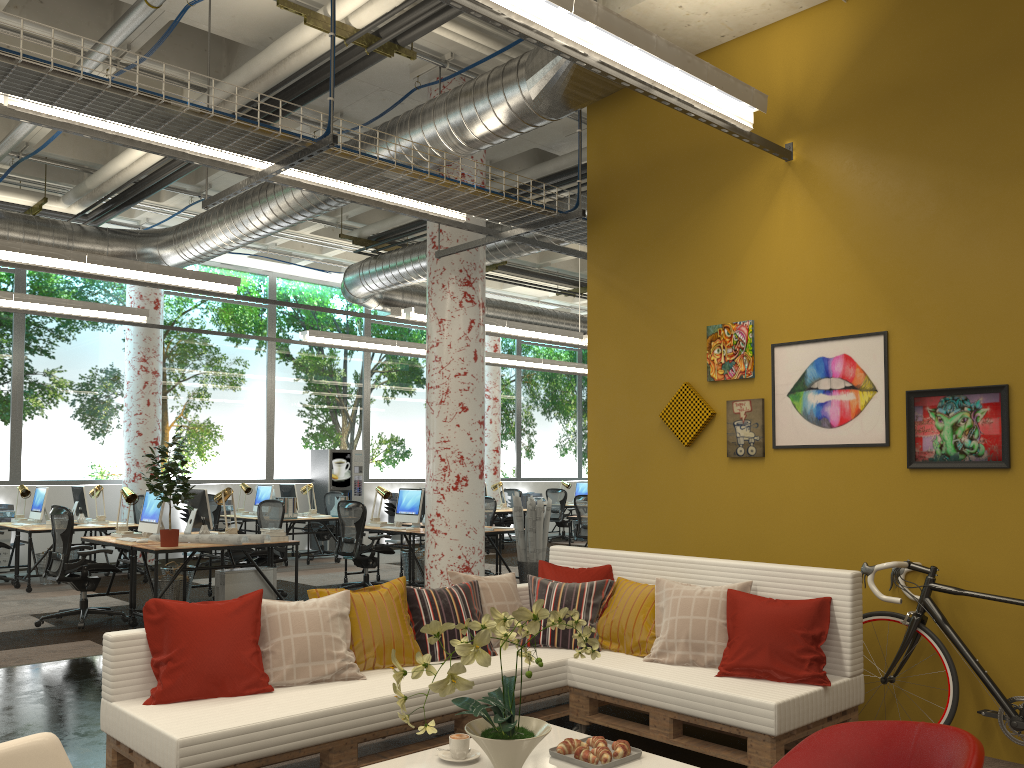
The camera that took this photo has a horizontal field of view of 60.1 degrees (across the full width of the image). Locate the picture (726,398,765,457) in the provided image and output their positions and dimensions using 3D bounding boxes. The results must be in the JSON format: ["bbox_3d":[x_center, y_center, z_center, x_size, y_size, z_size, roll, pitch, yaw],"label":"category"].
[{"bbox_3d":[1.442,0.274,5.471,0.027,0.355,0.252,3,-4,-43],"label":"picture"}]

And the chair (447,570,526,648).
[{"bbox_3d":[-0.098,1.269,5.010,0.546,0.436,0.335,4,-5,-38],"label":"chair"}]

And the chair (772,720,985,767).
[{"bbox_3d":[0.762,1.216,2.084,0.636,0.810,0.836,-1,-4,21],"label":"chair"}]

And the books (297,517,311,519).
[{"bbox_3d":[-3.125,1.965,13.022,0.243,0.019,0.206,-2,-6,24],"label":"books"}]

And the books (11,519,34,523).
[{"bbox_3d":[-6.478,1.820,11.740,0.226,0.038,0.309,5,-8,-43],"label":"books"}]

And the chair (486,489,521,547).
[{"bbox_3d":[-0.155,2.576,17.176,0.771,1.083,0.794,-2,-4,31],"label":"chair"}]

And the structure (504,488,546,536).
[{"bbox_3d":[0.317,2.812,19.401,1.059,1.055,0.504,4,-5,-43],"label":"structure"}]

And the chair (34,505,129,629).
[{"bbox_3d":[-3.977,1.657,8.201,0.771,1.083,0.794,-2,-4,31],"label":"chair"}]

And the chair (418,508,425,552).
[{"bbox_3d":[-1.355,2.438,15.803,0.771,1.083,0.794,-2,-4,31],"label":"chair"}]

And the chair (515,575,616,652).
[{"bbox_3d":[0.299,1.290,4.960,0.516,0.391,0.359,-1,-4,16],"label":"chair"}]

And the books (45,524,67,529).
[{"bbox_3d":[-5.507,1.716,10.720,0.200,0.050,0.272,2,-6,-16],"label":"books"}]

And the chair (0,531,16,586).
[{"bbox_3d":[-6.552,1.947,10.955,0.771,1.083,0.794,-2,-4,31],"label":"chair"}]

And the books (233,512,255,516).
[{"bbox_3d":[-4.195,2.036,13.870,0.226,0.038,0.309,5,-8,-43],"label":"books"}]

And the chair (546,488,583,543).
[{"bbox_3d":[1.018,2.662,18.018,0.771,1.083,0.794,-2,-4,31],"label":"chair"}]

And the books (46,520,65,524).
[{"bbox_3d":[-5.489,1.671,10.742,0.193,0.044,0.258,0,-6,4],"label":"books"}]

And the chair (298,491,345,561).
[{"bbox_3d":[-3.068,2.301,14.458,0.771,1.083,0.794,-2,-4,31],"label":"chair"}]

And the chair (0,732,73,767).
[{"bbox_3d":[-1.308,1.265,2.271,0.795,0.751,0.615,4,-6,-43],"label":"chair"}]

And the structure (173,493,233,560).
[{"bbox_3d":[-4.970,2.312,14.468,1.059,1.055,0.504,4,-5,-43],"label":"structure"}]

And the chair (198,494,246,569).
[{"bbox_3d":[-4.268,2.163,13.085,0.771,1.083,0.794,-2,-4,31],"label":"chair"}]

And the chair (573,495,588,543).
[{"bbox_3d":[1.242,2.167,13.027,0.771,1.083,0.794,-2,-4,31],"label":"chair"}]

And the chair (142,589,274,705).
[{"bbox_3d":[-1.333,1.146,3.865,0.534,0.443,0.302,2,-4,-27],"label":"chair"}]

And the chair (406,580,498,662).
[{"bbox_3d":[-0.352,1.265,4.677,0.523,0.407,0.342,2,-5,-27],"label":"chair"}]

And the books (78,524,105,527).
[{"bbox_3d":[-5.247,1.765,11.041,0.243,0.019,0.206,-2,-6,24],"label":"books"}]

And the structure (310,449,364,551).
[{"bbox_3d":[-3.183,2.106,16.150,0.751,1.806,0.639,3,-4,-43],"label":"structure"}]

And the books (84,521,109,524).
[{"bbox_3d":[-5.425,1.804,11.562,0.226,0.038,0.309,5,-8,-43],"label":"books"}]

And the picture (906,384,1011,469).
[{"bbox_3d":[2.298,0.228,4.573,0.042,0.417,0.503,3,-5,-43],"label":"picture"}]

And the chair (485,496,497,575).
[{"bbox_3d":[-0.534,2.038,11.758,0.771,1.083,0.794,-2,-4,31],"label":"chair"}]

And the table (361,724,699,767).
[{"bbox_3d":[-0.013,1.554,3.070,1.264,0.329,0.986,5,-7,-43],"label":"table"}]

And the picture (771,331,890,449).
[{"bbox_3d":[1.813,0.050,5.091,0.018,0.631,0.707,3,-5,-43],"label":"picture"}]

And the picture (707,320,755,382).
[{"bbox_3d":[1.372,-0.205,5.568,0.027,0.355,0.331,3,-5,-43],"label":"picture"}]

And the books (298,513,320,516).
[{"bbox_3d":[-3.141,2.020,13.692,0.226,0.038,0.309,5,-8,-43],"label":"books"}]

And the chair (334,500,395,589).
[{"bbox_3d":[-1.734,1.900,10.385,0.771,1.083,0.794,-2,-4,31],"label":"chair"}]

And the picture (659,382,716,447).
[{"bbox_3d":[1.142,0.199,5.781,0.047,0.423,0.425,3,-5,-43],"label":"picture"}]

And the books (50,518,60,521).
[{"bbox_3d":[-5.504,1.640,10.741,0.153,0.030,0.185,2,-6,-15],"label":"books"}]

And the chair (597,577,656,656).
[{"bbox_3d":[0.678,1.277,4.814,0.522,0.380,0.367,-4,-6,43],"label":"chair"}]

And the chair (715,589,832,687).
[{"bbox_3d":[1.252,1.206,4.208,0.519,0.394,0.335,-2,-4,25],"label":"chair"}]

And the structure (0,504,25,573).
[{"bbox_3d":[-7.335,2.088,12.258,1.059,1.055,0.504,4,-5,-43],"label":"structure"}]

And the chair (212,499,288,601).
[{"bbox_3d":[-2.777,1.795,9.574,0.771,1.083,0.794,-2,-4,31],"label":"chair"}]

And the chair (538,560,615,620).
[{"bbox_3d":[0.367,1.280,5.250,0.534,0.436,0.288,-1,-4,20],"label":"chair"}]

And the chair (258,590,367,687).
[{"bbox_3d":[-0.973,1.196,4.139,0.525,0.400,0.332,2,-4,-24],"label":"chair"}]

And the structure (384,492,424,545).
[{"bbox_3d":[-2.057,2.587,17.186,1.059,1.055,0.504,4,-5,-43],"label":"structure"}]

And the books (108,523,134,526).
[{"bbox_3d":[-4.966,1.782,11.246,0.200,0.024,0.236,-2,-6,20],"label":"books"}]

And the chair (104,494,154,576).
[{"bbox_3d":[-5.352,2.085,12.328,0.771,1.083,0.794,-2,-4,31],"label":"chair"}]

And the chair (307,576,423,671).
[{"bbox_3d":[-0.716,1.206,4.421,0.547,0.437,0.317,3,-5,-31],"label":"chair"}]

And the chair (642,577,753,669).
[{"bbox_3d":[0.949,1.216,4.511,0.526,0.426,0.312,-2,-4,25],"label":"chair"}]
